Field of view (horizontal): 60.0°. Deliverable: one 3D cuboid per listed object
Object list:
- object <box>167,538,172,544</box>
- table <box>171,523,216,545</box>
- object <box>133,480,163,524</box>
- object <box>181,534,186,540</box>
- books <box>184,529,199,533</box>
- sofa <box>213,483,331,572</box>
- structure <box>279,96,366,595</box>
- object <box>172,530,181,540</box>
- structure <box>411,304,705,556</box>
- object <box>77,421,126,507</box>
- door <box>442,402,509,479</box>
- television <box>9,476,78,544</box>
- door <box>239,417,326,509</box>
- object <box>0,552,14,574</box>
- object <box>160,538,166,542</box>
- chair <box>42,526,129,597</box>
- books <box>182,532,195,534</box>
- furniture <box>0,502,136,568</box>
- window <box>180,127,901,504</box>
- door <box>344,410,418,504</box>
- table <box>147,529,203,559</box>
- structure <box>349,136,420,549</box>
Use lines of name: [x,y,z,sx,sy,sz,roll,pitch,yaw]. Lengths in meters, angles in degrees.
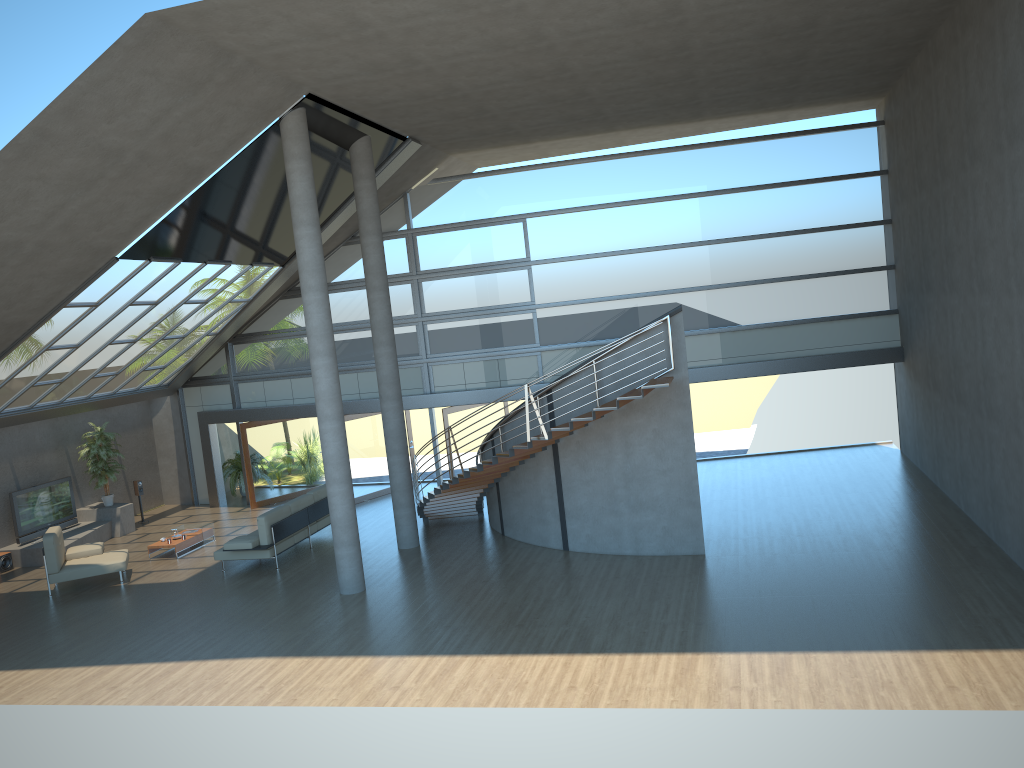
object: [-6.349,2.901,16.410,0.085,0.101,0.070,-5,5,13]
table: [-6.202,2.937,17.279,0.680,0.342,0.400,-5,5,15]
object: [-10.563,3.062,18.078,7.863,0.982,21.345,-5,5,18]
object: [-6.144,2.862,16.612,0.070,0.101,0.085,-2,6,42]
books: [-6.235,2.864,17.255,0.275,0.005,0.189,-6,5,-2]
sofa: [-4.176,2.538,16.027,1.166,0.947,3.079,-5,5,14]
structure: [-2.731,-0.496,12.755,0.381,7.125,0.382,-5,5,15]
object: [-6.327,2.843,16.723,0.178,0.161,0.178,-9,6,-34]
structure: [0.050,0.838,14.235,2.349,3.653,6.809,-10,6,-37]
object: [-8.818,1.712,19.088,0.932,1.857,0.895,-9,5,-27]
door: [-0.681,1.343,19.357,0.200,1.977,2.298,-3,6,35]
television: [-9.392,2.538,17.841,0.396,1.063,1.568,-5,5,15]
door: [-5.261,1.721,20.916,0.200,1.977,2.298,-2,6,43]
object: [-9.719,3.383,16.742,0.425,0.323,0.362,-5,5,15]
object: [-6.549,2.912,16.644,0.102,0.086,0.100,-5,5,19]
chair: [-7.257,2.896,15.168,1.244,1.023,1.217,-8,5,-20]
books: [-6.264,2.875,17.211,0.275,0.005,0.189,-7,5,-5]
furniture: [-8.819,3.029,18.228,1.577,0.610,2.936,-5,5,15]
window: [-0.125,-1.033,19.002,16.616,6.630,1.098,-5,5,13]
door: [-3.034,1.549,20.027,0.200,1.977,2.298,-3,6,38]
table: [-6.292,3.032,16.898,0.600,0.250,1.200,-5,5,15]
structure: [-2.169,-0.739,14.999,0.381,7.125,0.382,-9,5,-32]
